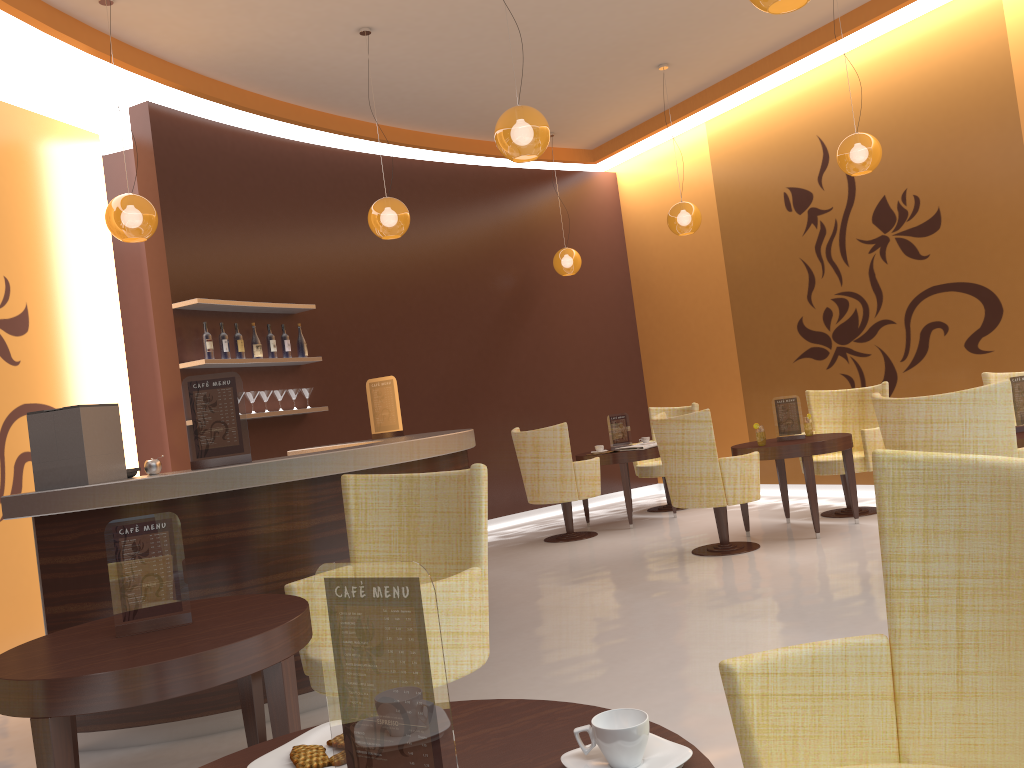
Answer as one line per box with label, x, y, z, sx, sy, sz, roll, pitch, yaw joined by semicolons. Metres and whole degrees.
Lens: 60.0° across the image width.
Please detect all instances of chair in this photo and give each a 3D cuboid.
chair;2.717;0.531;7.203;0.685;1.017;0.729;-6;-2;-43
chair;3.494;0.385;5.686;0.729;1.017;0.685;-8;-2;27
chair;1.567;0.729;8.877;0.685;1.017;0.729;-6;-2;-32
chair;1.406;0.677;6.298;0.685;1.017;0.729;-7;-2;-15
chair;2.338;0.505;4.587;0.685;1.017;0.729;-6;-2;-35
chair;0.414;0.849;7.778;0.685;1.017;0.729;-6;-2;-35
chair;-0.393;0.821;3.102;0.729;1.017;0.685;-9;-2;37
chair;0.646;0.634;1.335;0.685;1.017;0.729;-7;-2;0

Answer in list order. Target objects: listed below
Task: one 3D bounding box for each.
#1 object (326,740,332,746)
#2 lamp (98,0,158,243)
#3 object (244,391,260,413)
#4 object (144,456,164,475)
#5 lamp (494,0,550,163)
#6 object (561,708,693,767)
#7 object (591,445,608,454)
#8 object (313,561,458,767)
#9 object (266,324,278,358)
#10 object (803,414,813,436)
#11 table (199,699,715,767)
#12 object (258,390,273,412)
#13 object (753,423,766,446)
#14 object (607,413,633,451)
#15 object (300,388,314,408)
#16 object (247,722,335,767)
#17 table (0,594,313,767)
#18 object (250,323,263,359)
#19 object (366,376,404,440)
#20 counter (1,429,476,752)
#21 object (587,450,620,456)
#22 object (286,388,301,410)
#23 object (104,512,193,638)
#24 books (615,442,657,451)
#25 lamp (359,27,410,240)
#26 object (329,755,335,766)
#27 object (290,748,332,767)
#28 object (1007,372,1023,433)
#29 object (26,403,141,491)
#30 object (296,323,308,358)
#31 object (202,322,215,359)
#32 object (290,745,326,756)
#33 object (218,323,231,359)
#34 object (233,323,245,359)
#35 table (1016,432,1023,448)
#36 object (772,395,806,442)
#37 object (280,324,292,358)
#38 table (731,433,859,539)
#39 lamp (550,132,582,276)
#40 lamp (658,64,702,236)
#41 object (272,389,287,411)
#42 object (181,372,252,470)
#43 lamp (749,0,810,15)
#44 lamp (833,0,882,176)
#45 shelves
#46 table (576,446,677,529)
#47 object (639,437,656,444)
object;-0.262;0.567;1.416;0.055;0.014;0.053;-9;-2;42
lamp;-2.392;-1.617;5.412;0.299;1.500;0.299;-7;-2;-13
object;-2.036;0.151;6.952;0.137;0.174;0.137;-9;-2;34
object;-1.644;0.377;4.061;0.075;0.077;0.075;-8;-2;27
lamp;-0.025;-1.946;4.763;0.299;1.500;0.299;-9;-2;37
object;0.152;0.489;1.204;0.153;0.069;0.153;-6;-2;-31
object;0.795;0.596;8.073;0.153;0.069;0.153;-7;-2;-5
object;-0.162;0.393;1.123;0.209;0.335;0.042;-9;-2;34
object;-1.958;-0.339;7.203;0.073;0.297;0.073;-8;-2;6
object;2.302;0.318;6.893;0.067;0.171;0.072;-8;-2;16
table;-0.118;0.899;1.145;0.872;0.679;0.874;-8;-2;15
object;-1.967;0.146;7.082;0.137;0.174;0.137;-9;-2;34
object;1.829;0.370;6.527;0.067;0.171;0.072;-9;-2;41
object;1.010;0.445;8.316;0.209;0.335;0.042;-7;-2;-8
object;-1.724;0.125;7.479;0.137;0.174;0.137;-9;-2;34
object;-0.268;0.574;1.376;0.234;0.020;0.234;-8;-2;30
table;-0.992;1.055;2.578;0.872;0.679;0.874;-8;-2;15
object;-2.045;-0.337;7.070;0.086;0.303;0.086;-9;-2;42
object;-0.868;0.161;6.024;0.258;0.414;0.052;-8;-2;27
counter;-0.955;0.904;4.907;1.586;1.100;2.917;-8;-2;14
object;0.785;0.626;8.060;0.239;0.021;0.464;-7;-2;-18
object;-1.805;0.132;7.347;0.137;0.174;0.137;-7;-2;-7
object;-1.069;0.554;2.604;0.209;0.335;0.042;-7;-2;-18
books;1.166;0.569;8.045;0.367;0.035;0.345;-6;-2;-41
lamp;-0.951;-1.781;6.298;0.299;1.500;0.299;-7;-2;-13
object;-0.257;0.568;1.351;0.051;0.018;0.054;-6;-2;-44
object;-0.303;0.567;1.337;0.051;0.018;0.054;-6;-2;-33
object;2.932;0.100;5.067;0.209;0.335;0.042;-7;-2;-13
object;-1.889;0.273;3.950;0.270;0.340;0.373;-8;-2;14
object;-1.781;-0.359;7.487;0.086;0.303;0.086;-7;-2;-17
object;-2.271;-0.315;6.608;0.073;0.297;0.073;-8;-2;6
object;-0.318;0.572;1.380;0.052;0.018;0.055;-7;-2;-7
object;-2.197;-0.320;6.763;0.073;0.297;0.073;-8;-2;6
object;-2.129;-0.325;6.903;0.073;0.297;0.073;-6;-2;-34
table;2.993;0.604;5.061;0.872;0.679;0.874;-8;-2;5
object;1.576;0.348;7.501;0.187;0.335;2.090;-6;-2;-35
object;-1.875;-0.346;7.338;0.073;0.297;0.073;-8;-2;6
table;2.140;0.762;6.676;0.872;0.679;0.874;-7;-2;0
lamp;0.498;-1.885;9.293;0.299;1.500;0.299;-6;-2;-31
lamp;1.423;-2.050;7.758;0.299;1.500;0.299;-8;-2;11
object;-1.889;0.139;7.214;0.137;0.174;0.137;-9;-2;34
object;-1.316;0.160;3.947;0.258;0.414;0.052;-7;-2;-18
lamp;0.900;-2.111;3.228;0.299;1.500;0.299;-7;-2;-21
lamp;2.349;-2.215;6.223;0.299;1.500;0.299;-7;-2;-6
shelves;-2.507;-0.167;5.355;0.586;0.902;4.744;-8;-2;16
table;1.069;0.947;8.252;0.872;0.679;0.874;-8;-2;5
object;1.278;0.543;8.455;0.153;0.069;0.153;-9;-2;42
